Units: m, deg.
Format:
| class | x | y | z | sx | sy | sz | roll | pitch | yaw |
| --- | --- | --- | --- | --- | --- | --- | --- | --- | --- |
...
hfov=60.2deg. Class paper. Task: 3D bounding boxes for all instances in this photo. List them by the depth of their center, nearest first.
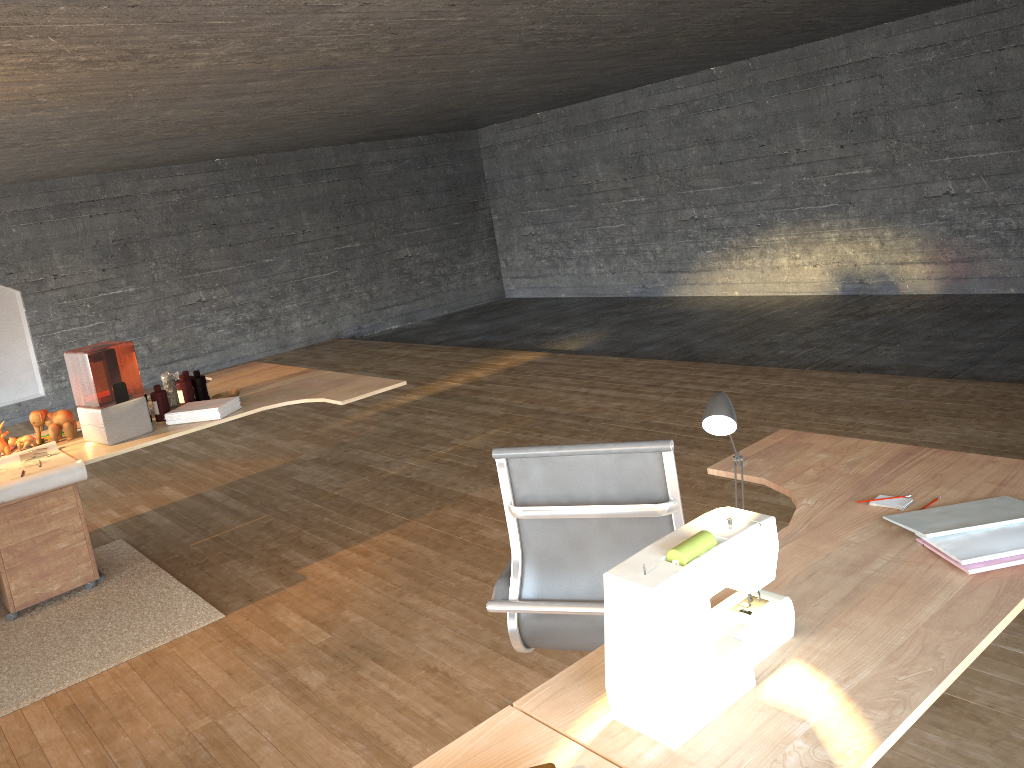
| class | x | y | z | sx | sy | sz | roll | pitch | yaw |
| --- | --- | --- | --- | --- | --- | --- | --- | --- | --- |
| paper | -2.371 | 0.464 | 3.833 | 0.863 | 0.112 | 0.583 | -19 | 16 | -37 |

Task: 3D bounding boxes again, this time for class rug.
| class | x | y | z | sx | sy | sz | roll | pitch | yaw |
| --- | --- | --- | --- | --- | --- | --- | --- | --- | --- |
| rug | -2.583 | 1.247 | 3.782 | 2.231 | 0.005 | 1.604 | -19 | 16 | -37 |

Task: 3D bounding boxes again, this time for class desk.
| class | x | y | z | sx | sy | sz | roll | pitch | yaw |
| --- | --- | --- | --- | --- | --- | --- | --- | --- | --- |
| desk | -0.303 | 0.979 | 1.621 | 3.556 | 0.729 | 1.639 | -19 | 15 | -36 |
| desk | -2.406 | 0.740 | 4.248 | 3.517 | 0.728 | 3.266 | -19 | 16 | -37 |

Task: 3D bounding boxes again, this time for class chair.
| class | x | y | z | sx | sy | sz | roll | pitch | yaw |
| --- | --- | --- | --- | --- | --- | --- | --- | --- | --- |
| chair | 0.283 | 0.577 | 2.324 | 0.650 | 1.002 | 0.697 | -6 | 10 | 21 |

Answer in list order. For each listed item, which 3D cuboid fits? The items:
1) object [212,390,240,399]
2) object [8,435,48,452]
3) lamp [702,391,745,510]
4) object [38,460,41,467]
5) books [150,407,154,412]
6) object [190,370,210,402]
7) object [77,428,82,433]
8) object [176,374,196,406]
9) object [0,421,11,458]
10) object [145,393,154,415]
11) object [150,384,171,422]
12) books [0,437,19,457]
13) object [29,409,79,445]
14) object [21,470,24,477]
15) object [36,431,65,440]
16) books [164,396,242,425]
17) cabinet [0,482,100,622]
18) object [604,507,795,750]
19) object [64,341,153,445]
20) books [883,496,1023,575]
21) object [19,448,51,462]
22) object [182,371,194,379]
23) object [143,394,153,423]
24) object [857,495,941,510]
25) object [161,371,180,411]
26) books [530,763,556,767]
| class | x | y | z | sx | sy | sz | roll | pitch | yaw |
| --- | --- | --- | --- | --- | --- | --- | --- | --- | --- |
| object | -1.518 | 0.078 | 4.704 | 0.146 | 0.054 | 0.149 | -3 | 14 | 28 |
| object | -2.423 | 0.289 | 4.397 | 0.144 | 0.080 | 0.183 | -11 | 12 | -7 |
| lamp | 0.473 | 0.206 | 1.859 | 0.105 | 0.404 | 0.211 | -4 | 10 | 38 |
| object | -2.163 | 0.363 | 4.041 | 0.008 | 0.007 | 0.148 | -15 | 14 | -27 |
| books | -2.146 | 0.163 | 4.825 | 0.321 | 0.044 | 0.308 | -18 | 15 | -32 |
| object | -1.697 | 0.018 | 4.798 | 0.080 | 0.184 | 0.080 | -15 | 10 | -30 |
| object | -2.302 | 0.249 | 4.637 | 0.127 | 0.013 | 0.145 | -4 | 14 | 25 |
| object | -1.753 | 0.041 | 4.739 | 0.080 | 0.184 | 0.080 | -13 | 9 | -20 |
| object | -2.462 | 0.275 | 4.245 | 0.085 | 0.186 | 0.095 | -12 | 9 | -14 |
| object | -1.949 | 0.105 | 4.762 | 0.074 | 0.119 | 0.037 | -5 | 9 | 26 |
| object | -1.809 | 0.096 | 4.542 | 0.080 | 0.184 | 0.080 | -13 | 9 | -20 |
| books | -2.573 | 0.323 | 4.419 | 0.260 | 0.053 | 0.295 | -9 | 12 | 3 |
| object | -2.329 | 0.206 | 4.479 | 0.199 | 0.174 | 0.131 | -12 | 10 | -14 |
| object | -2.159 | 0.394 | 3.897 | 0.012 | 0.009 | 0.126 | -14 | 13 | -23 |
| object | -2.414 | 0.271 | 4.633 | 0.251 | 0.009 | 0.110 | -16 | 14 | -26 |
| books | -1.560 | 0.135 | 4.464 | 0.308 | 0.057 | 0.225 | -7 | 13 | 13 |
| cabinet | -2.385 | 0.787 | 4.390 | 0.433 | 0.564 | 0.426 | -18 | 12 | -39 |
| object | 0.328 | 0.374 | 1.509 | 0.408 | 0.281 | 0.137 | -18 | 12 | -37 |
| object | -1.967 | 0.038 | 4.300 | 0.269 | 0.452 | 0.226 | -2 | 12 | 42 |
| books | 1.009 | 0.299 | 1.868 | 0.307 | 0.044 | 0.322 | -10 | 13 | -3 |
| object | -2.250 | 0.333 | 4.162 | 0.134 | 0.042 | 0.022 | -10 | 9 | -1 |
| object | -1.779 | 0.019 | 4.855 | 0.080 | 0.184 | 0.080 | -15 | 10 | -30 |
| object | -1.907 | 0.114 | 4.533 | 0.080 | 0.184 | 0.080 | -15 | 10 | -30 |
| object | 0.923 | 0.275 | 2.109 | 0.129 | 0.013 | 0.142 | -18 | 15 | -34 |
| object | -1.835 | 0.036 | 4.780 | 0.096 | 0.211 | 0.098 | -17 | 11 | -39 |
| books | 0.027 | 0.618 | 1.180 | 0.260 | 0.053 | 0.295 | -9 | 12 | 3 |
